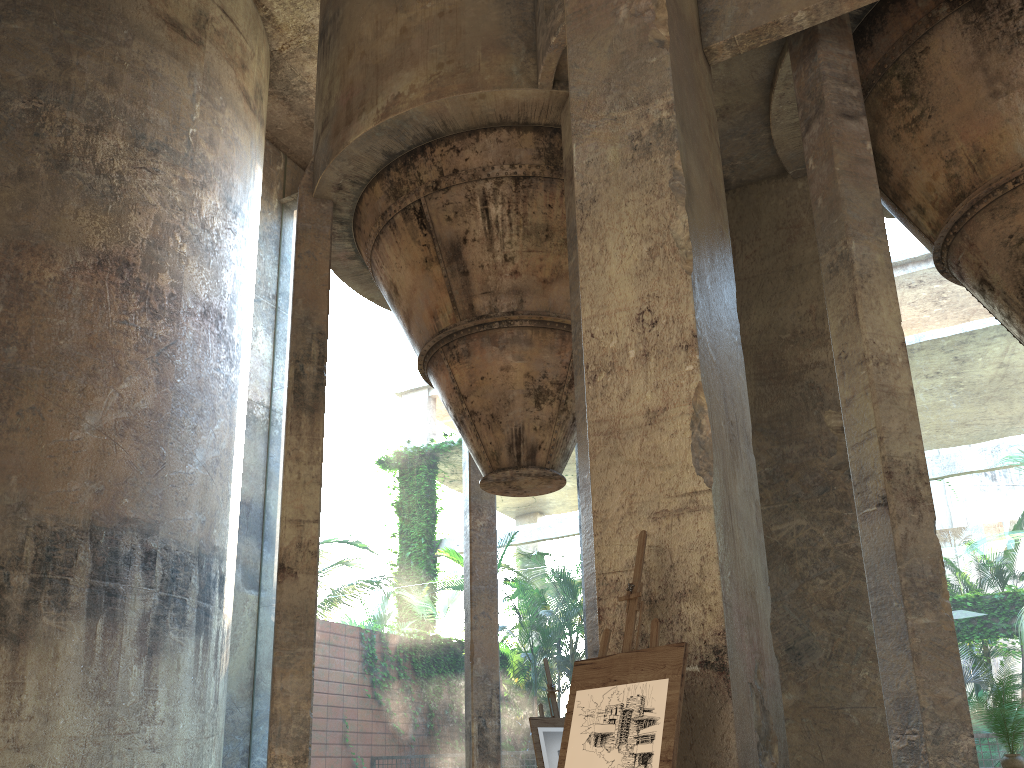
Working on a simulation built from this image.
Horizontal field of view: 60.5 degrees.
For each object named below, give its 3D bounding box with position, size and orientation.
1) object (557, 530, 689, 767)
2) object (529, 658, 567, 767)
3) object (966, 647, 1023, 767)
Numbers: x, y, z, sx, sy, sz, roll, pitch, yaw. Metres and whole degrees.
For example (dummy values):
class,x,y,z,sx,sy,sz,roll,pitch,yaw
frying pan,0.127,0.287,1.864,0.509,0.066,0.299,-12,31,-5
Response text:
class,x,y,z,sx,sy,sz,roll,pitch,yaw
object,0.459,1.598,3.618,0.693,2.059,0.721,11,-22,-34
object,0.493,3.562,8.059,0.709,2.059,0.705,10,-22,-31
object,3.746,2.494,6.757,0.696,0.901,0.885,-13,-24,28
